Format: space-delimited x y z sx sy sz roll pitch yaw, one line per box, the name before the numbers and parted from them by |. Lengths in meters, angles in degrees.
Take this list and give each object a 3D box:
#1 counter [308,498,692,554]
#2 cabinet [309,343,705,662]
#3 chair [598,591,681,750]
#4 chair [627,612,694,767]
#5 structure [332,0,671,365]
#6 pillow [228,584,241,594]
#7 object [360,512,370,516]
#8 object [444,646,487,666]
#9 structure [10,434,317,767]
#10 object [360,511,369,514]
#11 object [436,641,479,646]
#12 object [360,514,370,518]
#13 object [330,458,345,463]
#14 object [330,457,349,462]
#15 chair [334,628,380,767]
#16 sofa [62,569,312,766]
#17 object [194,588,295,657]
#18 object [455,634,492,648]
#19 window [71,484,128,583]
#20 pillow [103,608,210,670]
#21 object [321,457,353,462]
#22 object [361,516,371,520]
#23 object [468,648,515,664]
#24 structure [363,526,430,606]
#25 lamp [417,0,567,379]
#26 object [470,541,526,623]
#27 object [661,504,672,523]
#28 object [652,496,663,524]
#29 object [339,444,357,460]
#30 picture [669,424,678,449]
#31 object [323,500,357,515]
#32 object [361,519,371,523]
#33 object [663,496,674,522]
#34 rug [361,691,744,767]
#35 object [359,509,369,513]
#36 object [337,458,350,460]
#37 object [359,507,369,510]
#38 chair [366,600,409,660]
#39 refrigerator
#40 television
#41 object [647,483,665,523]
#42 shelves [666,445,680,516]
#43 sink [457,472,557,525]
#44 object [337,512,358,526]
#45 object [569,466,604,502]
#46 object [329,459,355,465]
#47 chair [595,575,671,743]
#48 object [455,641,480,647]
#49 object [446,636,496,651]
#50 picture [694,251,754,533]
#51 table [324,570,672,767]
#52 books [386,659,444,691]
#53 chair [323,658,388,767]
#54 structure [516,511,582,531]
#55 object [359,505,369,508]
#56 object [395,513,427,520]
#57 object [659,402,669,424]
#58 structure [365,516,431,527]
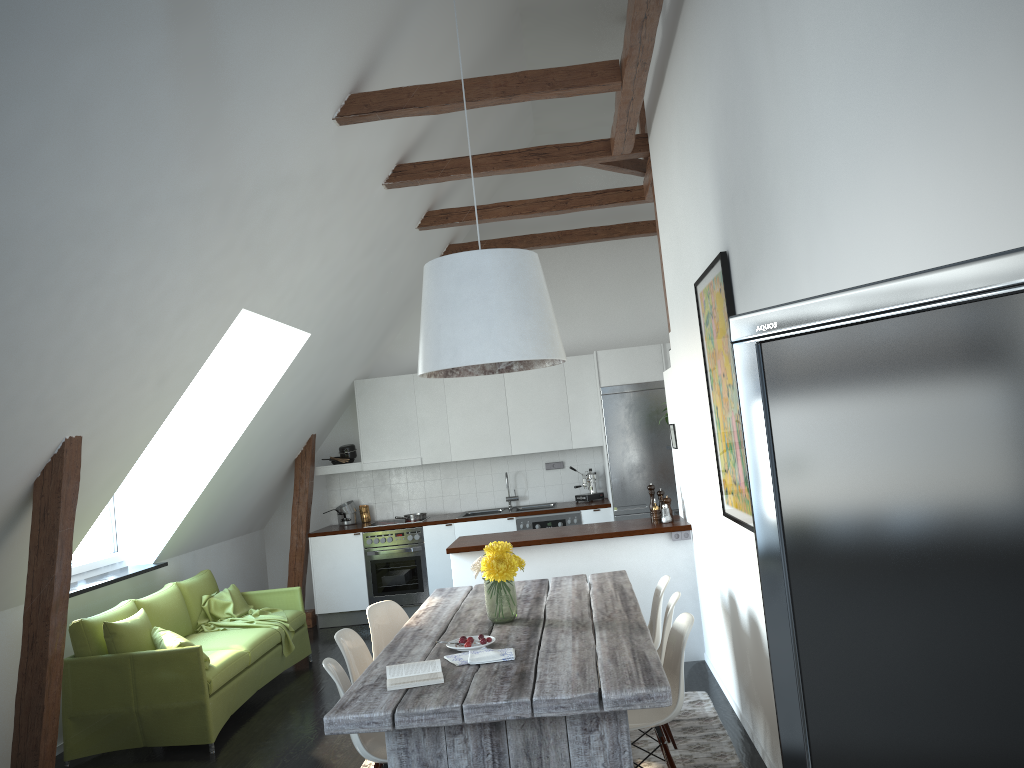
counter | -0.350 1.234 7.630 3.365 0.038 3.085 -6 -3 4
cabinet | 0.050 0.911 7.645 4.208 2.369 3.033 -6 -3 4
chair | 0.584 1.429 4.260 0.542 0.801 0.465 -7 -4 9
chair | 0.536 1.401 3.727 0.542 0.801 0.465 -6 -3 -1
structure | 1.861 -2.295 0.892 10.230 3.562 15.910 -7 -4 9
pillow | -2.215 1.743 6.975 0.210 0.275 0.462 -6 -3 1
object | -1.515 1.350 9.143 0.099 0.043 0.100 -5 -4 -9
object | -0.160 1.066 3.474 0.182 0.014 0.185 -5 -4 -22
structure | -2.768 1.116 2.704 1.023 1.963 12.350 -6 -3 4
object | -1.519 1.328 9.143 0.099 0.057 0.101 -7 -4 15
object | -0.224 1.069 3.654 0.194 0.022 0.019 -7 -4 19
object | -1.511 1.370 9.139 0.099 0.051 0.099 -5 -4 -10
object | -1.772 0.773 9.001 0.065 0.065 0.332 -4 -4 -29
object | -1.761 0.766 9.010 0.061 0.077 0.331 -3 -4 -38
chair | -0.516 1.538 4.146 0.542 0.801 0.465 -6 -3 4
sofa | -2.158 1.826 6.207 0.898 0.825 2.093 -6 -3 3
object | -1.998 1.825 6.832 0.722 0.493 0.711 -6 -3 -1
object | -0.155 1.061 3.666 0.132 0.034 0.144 -4 -4 -25
window | -0.582 -1.225 2.836 5.959 4.249 8.018 -6 -3 4
pillow | -2.131 1.580 5.447 0.600 0.387 0.475 -6 -3 1
object | -1.798 0.784 9.094 0.357 0.075 0.244 -4 -4 -25
object | -1.507 1.387 9.137 0.100 0.048 0.099 -7 -4 22
object | -0.079 1.055 3.453 0.182 0.016 0.179 -6 -3 -2
structure | -1.081 1.773 8.775 0.583 0.725 0.749 -6 -3 4
lamp | -0.213 -1.466 4.232 0.757 2.813 0.697 -3 -4 -37
object | -0.055 0.917 4.124 0.233 0.365 0.293 -4 -4 -26
object | 1.084 0.912 6.252 0.069 0.135 0.069 -5 -4 -21
object | 1.034 0.892 6.299 0.080 0.192 0.058 -5 -4 -13
object | -1.688 0.702 9.115 0.190 0.166 0.200 -4 -4 -34
picture | 1.172 0.379 6.426 0.023 0.182 0.250 -6 -3 4
object | -1.773 1.296 9.088 0.371 0.169 0.203 -4 -4 -24
object | -1.503 1.409 9.137 0.100 0.036 0.100 -6 -3 0
object | 1.114 0.888 6.321 0.058 0.184 0.058 -6 -3 0
rug | 0.120 1.857 3.992 1.898 0.022 2.677 -6 -3 3
object | -1.522 1.310 9.141 0.100 0.036 0.100 -4 -4 -30
object | -1.730 0.768 9.053 0.065 0.031 0.335 -3 -4 -39
object | -1.524 1.293 9.142 0.100 0.036 0.100 -8 -4 32
chair | -0.473 1.569 4.722 0.542 0.801 0.465 -8 -4 29
refrigerator | 1.235 0.924 8.316 0.609 1.868 0.031 -6 -3 4
television | 0.748 0.183 0.641 0.537 0.652 1.005 -4 -4 -31
object | 1.046 0.850 6.385 0.123 0.283 0.061 -6 -3 4
shelves | 1.573 0.720 6.838 0.660 0.553 0.408 -6 -3 4
sink | -0.045 1.144 8.798 0.963 0.519 0.671 -6 -3 4
object | -1.671 1.362 9.048 0.200 0.154 0.348 -5 -4 -17
object | 0.728 0.993 8.895 0.353 0.370 0.206 -3 -5 -40
object | -1.728 0.789 9.051 0.243 0.056 0.350 -6 -4 -8
chair | 0.617 1.454 4.732 0.542 0.801 0.465 -6 -3 4
object | -0.185 1.071 3.656 0.110 0.011 0.058 -6 -4 7
object | -0.168 1.074 3.656 0.205 0.024 0.205 -6 -3 -4
picture | 0.977 0.052 4.077 0.036 1.181 0.808 -6 -3 4
table | 0.068 1.476 4.035 1.141 0.788 2.421 -6 -3 4
books | -0.360 1.061 3.262 0.202 0.042 0.251 -5 -4 -8
chair | -0.462 1.500 3.623 0.542 0.801 0.465 -5 -4 -10
structure | 0.396 1.602 8.598 0.612 0.725 0.582 -6 -3 4
object | -1.525 1.273 9.142 0.100 0.047 0.099 -6 -3 -1
object | -1.023 1.327 8.864 0.351 0.061 0.232 -5 -4 -23
object | 1.396 0.224 6.970 0.493 0.486 0.506 -8 -4 23
structure | -1.127 1.384 8.785 0.574 0.041 0.504 -6 -3 4
